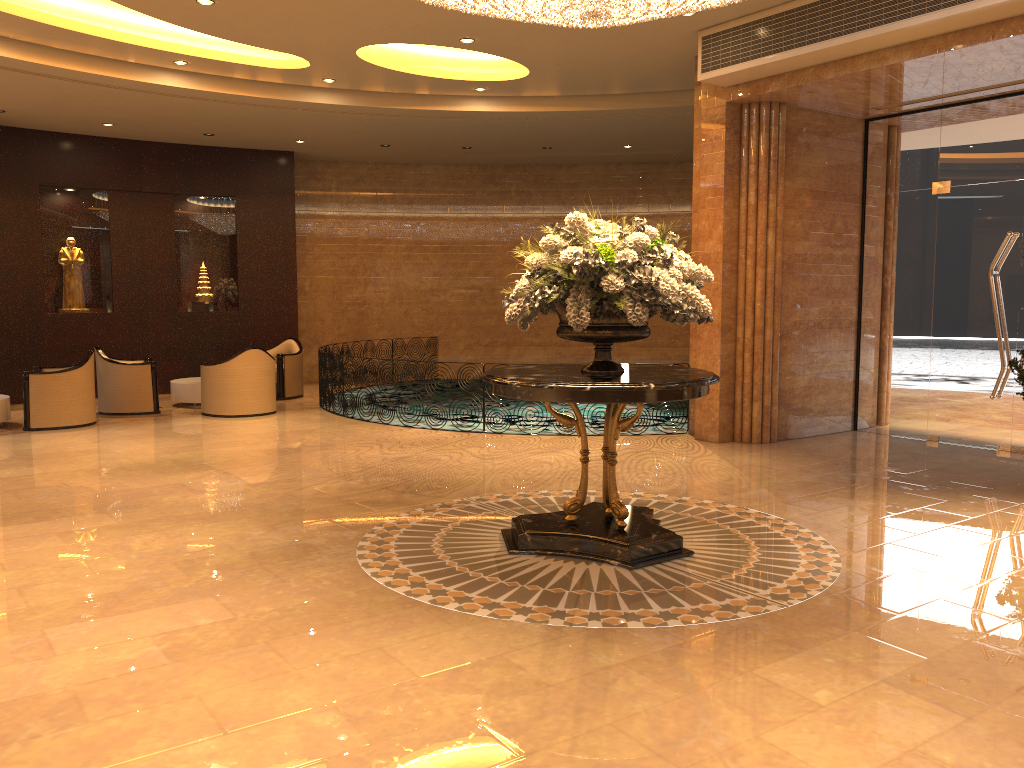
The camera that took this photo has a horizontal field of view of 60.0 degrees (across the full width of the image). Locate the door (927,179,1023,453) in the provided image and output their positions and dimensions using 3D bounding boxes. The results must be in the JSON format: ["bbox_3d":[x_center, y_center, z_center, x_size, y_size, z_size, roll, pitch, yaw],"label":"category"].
[{"bbox_3d":[5.026,-0.692,8.799,0.195,2.758,1.880,-4,7,-36],"label":"door"}]

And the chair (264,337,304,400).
[{"bbox_3d":[-3.697,-0.261,13.904,0.951,0.916,0.769,3,7,29],"label":"chair"}]

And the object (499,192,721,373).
[{"bbox_3d":[0.580,-0.572,5.537,1.277,0.999,1.318,-1,6,-5],"label":"object"}]

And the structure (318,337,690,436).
[{"bbox_3d":[-0.933,-0.041,13.130,3.815,0.995,7.624,-2,6,-17],"label":"structure"}]

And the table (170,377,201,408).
[{"bbox_3d":[-4.343,0.116,12.950,1.196,0.354,1.196,-1,6,-8],"label":"table"}]

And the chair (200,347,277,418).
[{"bbox_3d":[-3.589,-0.054,11.823,0.951,0.916,0.769,-5,7,-40],"label":"chair"}]

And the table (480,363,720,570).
[{"bbox_3d":[0.547,0.464,5.653,1.493,1.089,1.493,-5,8,-42],"label":"table"}]

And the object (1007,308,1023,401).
[{"bbox_3d":[4.734,-0.357,7.453,0.843,2.363,1.250,4,7,35],"label":"object"}]

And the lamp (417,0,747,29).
[{"bbox_3d":[0.499,-2.805,5.293,3.206,1.196,3.204,0,6,1],"label":"lamp"}]

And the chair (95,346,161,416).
[{"bbox_3d":[-5.244,-0.078,12.077,0.769,0.916,0.951,-3,6,-26],"label":"chair"}]

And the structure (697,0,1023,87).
[{"bbox_3d":[3.218,-3.101,7.264,0.425,0.483,4.113,-4,7,-36],"label":"structure"}]

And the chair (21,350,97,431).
[{"bbox_3d":[-5.510,0.046,10.842,0.769,0.916,0.951,-2,6,-21],"label":"chair"}]

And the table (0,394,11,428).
[{"bbox_3d":[-6.639,0.360,10.531,1.196,0.354,1.196,-1,6,-9],"label":"table"}]

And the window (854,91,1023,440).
[{"bbox_3d":[5.025,-1.068,8.762,0.047,3.571,3.515,-4,7,-36],"label":"window"}]
